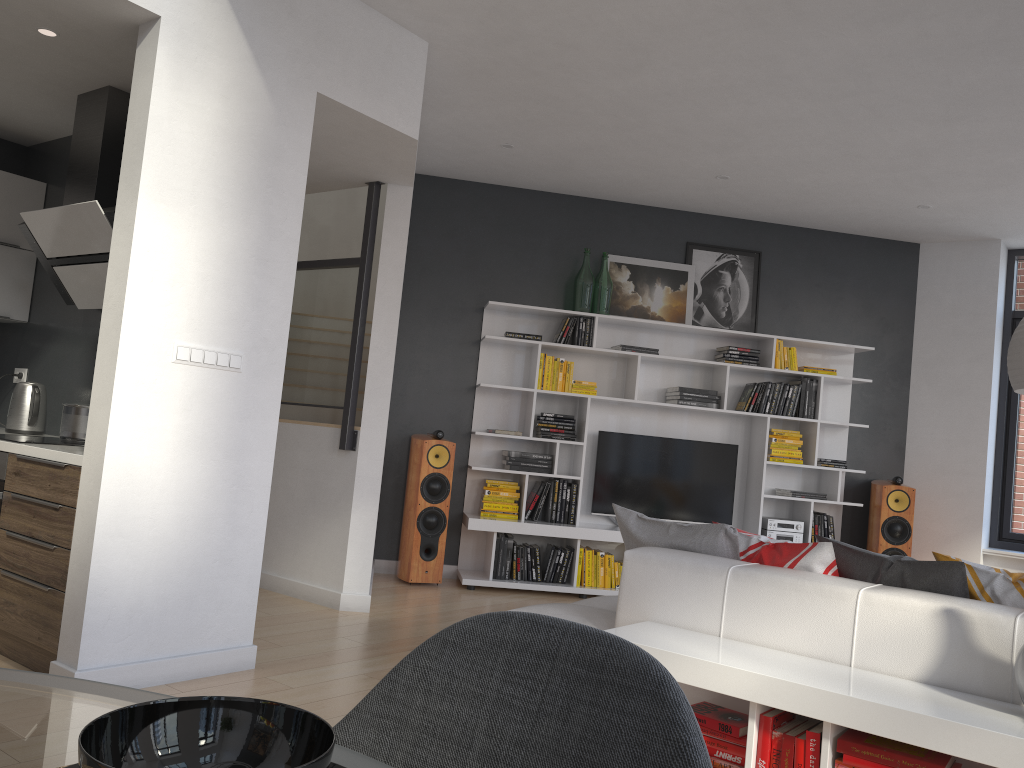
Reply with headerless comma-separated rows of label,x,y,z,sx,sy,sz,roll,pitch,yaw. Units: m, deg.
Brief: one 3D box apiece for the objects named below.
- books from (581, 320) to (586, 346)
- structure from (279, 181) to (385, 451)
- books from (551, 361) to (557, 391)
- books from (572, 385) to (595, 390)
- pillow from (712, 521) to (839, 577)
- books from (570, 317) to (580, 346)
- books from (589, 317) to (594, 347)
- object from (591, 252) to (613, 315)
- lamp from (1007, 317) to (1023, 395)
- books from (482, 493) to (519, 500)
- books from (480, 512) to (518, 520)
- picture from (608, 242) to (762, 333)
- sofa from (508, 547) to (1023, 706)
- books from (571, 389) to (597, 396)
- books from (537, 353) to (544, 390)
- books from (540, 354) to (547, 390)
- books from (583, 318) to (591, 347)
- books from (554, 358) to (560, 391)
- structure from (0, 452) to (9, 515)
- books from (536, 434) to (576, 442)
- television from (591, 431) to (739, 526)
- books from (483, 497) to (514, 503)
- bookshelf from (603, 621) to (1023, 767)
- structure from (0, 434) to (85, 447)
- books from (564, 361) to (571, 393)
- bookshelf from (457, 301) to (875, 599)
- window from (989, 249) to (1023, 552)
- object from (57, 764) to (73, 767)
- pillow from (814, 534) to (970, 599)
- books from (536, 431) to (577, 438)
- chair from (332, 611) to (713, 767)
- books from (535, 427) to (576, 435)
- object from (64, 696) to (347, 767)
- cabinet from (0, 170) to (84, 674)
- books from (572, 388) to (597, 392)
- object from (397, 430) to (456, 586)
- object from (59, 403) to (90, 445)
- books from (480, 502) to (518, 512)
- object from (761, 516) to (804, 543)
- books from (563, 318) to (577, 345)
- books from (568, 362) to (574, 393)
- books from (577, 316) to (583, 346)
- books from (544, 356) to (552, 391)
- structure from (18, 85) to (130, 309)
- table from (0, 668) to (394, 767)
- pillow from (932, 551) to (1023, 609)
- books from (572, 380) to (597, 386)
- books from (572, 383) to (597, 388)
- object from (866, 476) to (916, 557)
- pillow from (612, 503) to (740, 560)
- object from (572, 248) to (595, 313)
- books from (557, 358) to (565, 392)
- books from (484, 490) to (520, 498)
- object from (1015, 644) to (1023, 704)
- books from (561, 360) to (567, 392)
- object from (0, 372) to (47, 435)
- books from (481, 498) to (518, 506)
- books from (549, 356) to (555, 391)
books,0.517,-0.368,6.638,0.021,0.200,0.147,6,-4,-8
structure,-1.622,-0.807,7.560,4.190,4.339,2.823,3,-5,37
books,0.299,-0.053,6.586,0.024,0.229,0.156,6,-4,-8
books,0.523,0.030,6.602,0.169,0.018,0.113,6,-4,-6
pillow,1.665,0.797,2.728,2.250,0.449,0.575,3,-4,35
books,0.470,-0.381,6.632,0.021,0.221,0.156,6,-4,-8
books,0.576,-0.377,6.641,0.019,0.230,0.174,6,-4,-8
object,0.689,-0.751,6.725,0.157,0.507,0.157,5,-4,6
lamp,2.686,0.148,2.227,0.710,2.647,3.199,7,-4,-17
books,-0.089,0.830,6.530,0.251,0.019,0.180,6,-4,-8
books,-0.097,0.959,6.497,0.270,0.029,0.204,6,-4,-3
picture,1.326,-0.771,6.921,1.279,0.707,0.076,6,-4,-8
sofa,2.058,1.126,3.418,3.424,0.732,2.614,3,-5,37
books,0.522,0.067,6.616,0.190,0.033,0.147,6,-4,-8
books,0.191,-0.087,6.577,0.029,0.270,0.204,6,-4,-8
books,0.217,-0.083,6.590,0.025,0.270,0.213,6,-4,-8
books,0.547,-0.373,6.644,0.038,0.218,0.169,6,-4,-8
books,0.319,-0.063,6.608,0.019,0.251,0.180,6,-4,-8
structure,-2.182,0.594,4.014,0.587,0.588,0.584,3,-5,37
books,0.323,0.400,6.566,0.263,0.026,0.189,6,-4,-9
television,1.158,0.759,6.722,1.102,0.704,0.207,6,-4,-8
books,-0.101,0.849,6.509,0.228,0.024,0.152,6,-4,-4
bookshelf,1.366,1.087,2.075,2.600,0.500,0.356,3,-5,37
structure,-2.121,0.259,4.073,0.600,0.006,0.550,3,-5,37
books,0.398,-0.046,6.614,0.024,0.234,0.172,6,-4,-8
bookshelf,1.198,0.582,6.625,3.000,2.052,0.455,6,-4,-8
window,4.723,0.151,6.580,1.960,2.402,0.170,3,-5,37
object,-0.211,0.303,0.570,0.360,0.002,0.360,6,-4,-11
pillow,1.933,0.785,2.539,2.120,0.436,0.608,3,-4,33
books,0.326,0.375,6.570,0.270,0.025,0.189,6,-4,-9
chair,-0.183,0.638,0.607,0.655,0.891,0.619,2,-5,44
books,0.319,0.348,6.589,0.266,0.030,0.209,6,-4,-9
object,-0.201,0.266,0.582,0.258,0.074,0.258,5,-4,18
cabinet,-3.427,-0.369,2.557,2.402,2.501,4.694,3,-5,37
books,0.524,0.045,6.621,0.196,0.011,0.148,6,-4,-8
object,-0.632,0.867,6.367,0.290,1.088,0.434,7,-4,-23
object,-1.925,0.165,4.099,0.288,0.223,0.315,6,-4,-12
books,-0.095,0.898,6.514,0.255,0.044,0.198,6,-4,-8
object,2.031,1.116,6.766,0.285,0.174,0.270,6,-4,-8
books,0.422,-0.384,6.624,0.074,0.212,0.154,6,-4,-9
books,0.423,-0.043,6.622,0.024,0.234,0.172,6,-4,-8
books,0.494,-0.384,6.641,0.025,0.232,0.176,6,-4,-8
books,0.250,-0.072,6.599,0.044,0.255,0.198,6,-4,-8
structure,-1.950,-0.876,4.213,0.898,0.998,0.407,3,-5,37
table,-0.604,0.622,0.150,1.499,0.764,1.499,4,-4,26
pillow,2.411,0.869,2.842,2.095,0.440,0.630,6,-4,-6
books,0.525,-0.004,6.632,0.186,0.026,0.138,6,-4,-8
books,0.528,0.016,6.619,0.187,0.014,0.134,6,-4,-8
object,2.887,1.250,6.839,0.290,1.088,0.434,5,-4,7
pillow,1.790,0.800,3.052,2.953,0.453,0.647,4,-4,25
object,0.543,-0.771,6.648,0.157,0.507,0.157,5,-4,6
books,0.345,-0.060,6.609,0.035,0.250,0.185,6,-4,-8
books,-0.076,0.805,6.531,0.250,0.035,0.185,6,-4,-5
object,1.419,0.647,2.171,0.319,0.398,0.316,8,-4,-29
books,0.373,-0.051,6.615,0.023,0.239,0.169,6,-4,-8
object,-2.593,0.094,4.665,0.590,0.318,0.179,2,-5,44
books,-0.096,0.869,6.530,0.263,0.015,0.198,6,-4,-5
books,0.280,-0.071,6.605,0.015,0.263,0.199,6,-4,-8
